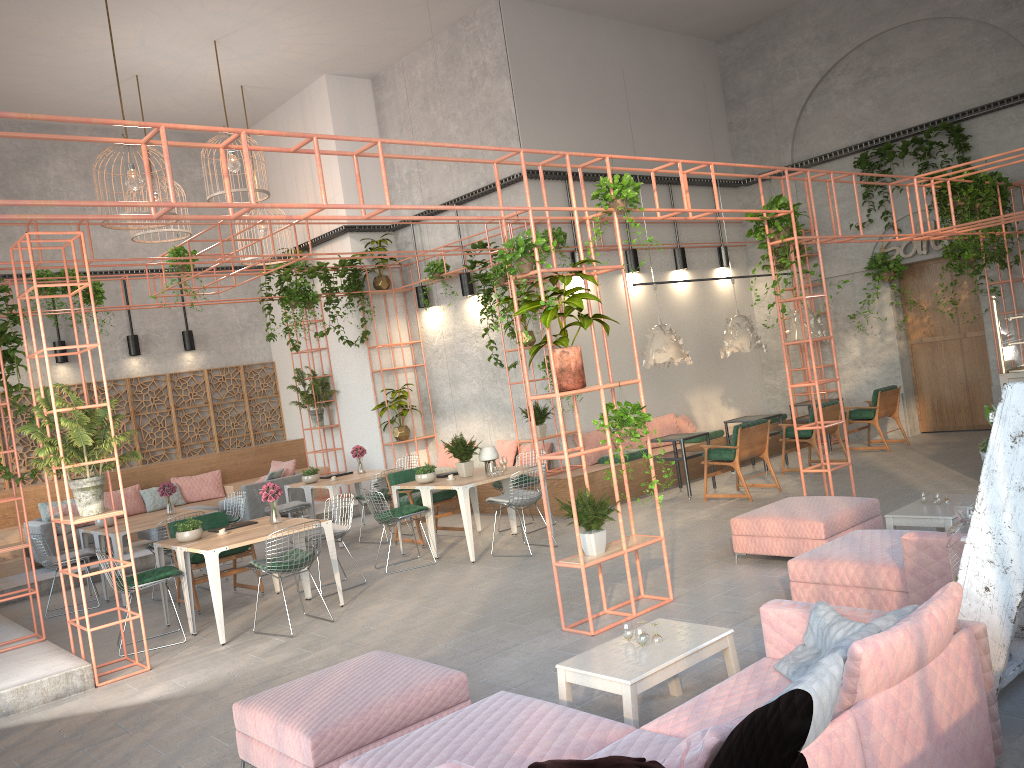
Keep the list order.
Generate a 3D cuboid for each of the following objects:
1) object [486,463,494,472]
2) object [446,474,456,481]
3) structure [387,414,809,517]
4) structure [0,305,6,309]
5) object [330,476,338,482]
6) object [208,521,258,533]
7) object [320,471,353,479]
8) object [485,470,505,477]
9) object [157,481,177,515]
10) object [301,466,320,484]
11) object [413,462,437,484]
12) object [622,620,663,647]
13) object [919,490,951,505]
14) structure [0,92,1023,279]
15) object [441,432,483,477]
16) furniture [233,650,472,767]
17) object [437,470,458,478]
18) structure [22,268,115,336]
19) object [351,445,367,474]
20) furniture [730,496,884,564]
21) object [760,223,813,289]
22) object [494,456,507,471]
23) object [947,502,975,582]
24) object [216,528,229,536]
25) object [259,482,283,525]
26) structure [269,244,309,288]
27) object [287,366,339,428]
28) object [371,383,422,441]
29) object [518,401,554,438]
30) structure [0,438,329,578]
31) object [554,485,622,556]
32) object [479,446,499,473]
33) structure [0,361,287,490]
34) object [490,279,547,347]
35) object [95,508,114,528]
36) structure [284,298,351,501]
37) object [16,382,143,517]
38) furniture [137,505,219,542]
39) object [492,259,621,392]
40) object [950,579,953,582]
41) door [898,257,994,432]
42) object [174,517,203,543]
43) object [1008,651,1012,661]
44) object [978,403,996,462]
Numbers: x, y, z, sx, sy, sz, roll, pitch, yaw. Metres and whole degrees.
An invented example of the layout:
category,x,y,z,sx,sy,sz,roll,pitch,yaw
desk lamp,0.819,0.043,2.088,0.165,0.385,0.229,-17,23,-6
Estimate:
category,x,y,z,sx,sy,sz,roll,pitch,yaw
object,-0.247,0.972,10.196,0.095,0.119,0.095,-9,1,-16
object,-0.701,1.069,10.166,0.115,0.078,0.115,-9,1,-35
structure,1.535,1.308,15.019,5.831,0.500,4.386,-9,1,-41
structure,-8.086,-1.367,13.520,0.605,0.972,0.587,-9,1,-42
object,-2.463,1.302,12.244,0.115,0.078,0.115,-9,1,-35
object,-2.814,1.443,8.943,0.427,0.031,0.268,-9,1,-41
object,-2.558,1.327,12.911,0.427,0.031,0.268,-9,1,-41
object,-0.189,1.006,9.960,0.218,0.041,0.218,-9,1,-32
object,-4.249,1.411,10.968,0.213,0.414,0.225,-8,1,42
object,-2.822,1.264,12.411,0.254,0.247,0.248,-9,1,-41
object,-1.003,1.023,10.266,0.254,0.247,0.248,-9,1,-41
object,0.692,1.345,4.712,0.156,0.145,0.199,-9,1,-26
object,3.345,0.920,7.009,0.156,0.145,0.199,-9,1,-26
structure,-1.112,-2.725,10.552,15.203,0.110,15.603,-9,1,-41
object,-0.586,0.817,10.291,0.368,0.527,0.438,-9,1,-40
furniture,-0.860,1.824,4.808,0.976,0.446,0.941,-9,1,-41
object,-0.739,1.086,10.765,0.427,0.031,0.268,-9,1,-41
structure,-7.171,-1.352,14.232,1.434,1.290,0.670,-9,1,-41
object,-2.192,1.082,12.749,0.213,0.414,0.225,-8,1,42
furniture,2.592,1.272,7.797,0.976,0.446,0.941,-9,1,-41
object,4.657,-2.170,15.016,0.894,1.101,0.900,-8,1,19
object,-0.111,0.936,10.361,0.165,0.154,0.210,-8,1,39
object,2.189,0.782,4.212,0.219,0.430,0.216,-8,1,43
object,-2.786,1.421,8.531,0.115,0.073,0.115,-8,1,44
object,-2.359,1.172,8.740,0.213,0.414,0.225,-8,1,42
structure,-3.885,-2.041,15.630,0.903,0.803,0.934,-8,1,21
object,-3.518,0.218,15.689,0.900,1.097,0.894,-9,1,-11
object,-1.931,0.484,14.736,0.903,0.919,0.934,-8,1,21
object,0.335,0.479,12.202,0.368,0.527,0.438,-9,1,-40
structure,-6.631,2.033,13.235,9.152,1.111,3.396,-9,1,-41
object,0.572,1.027,6.692,0.368,0.527,0.438,-9,1,-40
object,-0.267,0.887,10.410,0.241,0.313,0.241,-8,1,4
structure,-7.636,1.103,14.684,9.782,2.103,0.132,-9,1,-41
object,0.124,-0.971,12.051,0.903,0.947,0.934,-8,1,11
object,-4.874,1.593,10.634,0.252,0.247,0.247,-9,1,-41
structure,-3.480,0.267,15.806,0.424,3.596,0.624,-9,1,-41
object,-3.524,0.523,7.225,0.900,1.100,0.894,-9,1,-11
furniture,-5.038,2.126,13.404,0.975,0.446,0.941,-9,1,-41
object,0.336,-0.419,6.560,0.924,0.946,0.923,-8,1,16
object,2.174,1.180,4.340,0.225,0.464,0.236,-8,1,28
door,7.087,-0.654,14.114,0.551,2.729,1.360,-9,1,-41
object,-3.077,1.380,8.444,0.252,0.247,0.247,-9,1,-41
object,2.388,1.221,4.479,0.192,0.320,0.208,-9,1,-35
object,2.317,0.311,4.170,0.217,0.457,0.212,-9,1,-24
